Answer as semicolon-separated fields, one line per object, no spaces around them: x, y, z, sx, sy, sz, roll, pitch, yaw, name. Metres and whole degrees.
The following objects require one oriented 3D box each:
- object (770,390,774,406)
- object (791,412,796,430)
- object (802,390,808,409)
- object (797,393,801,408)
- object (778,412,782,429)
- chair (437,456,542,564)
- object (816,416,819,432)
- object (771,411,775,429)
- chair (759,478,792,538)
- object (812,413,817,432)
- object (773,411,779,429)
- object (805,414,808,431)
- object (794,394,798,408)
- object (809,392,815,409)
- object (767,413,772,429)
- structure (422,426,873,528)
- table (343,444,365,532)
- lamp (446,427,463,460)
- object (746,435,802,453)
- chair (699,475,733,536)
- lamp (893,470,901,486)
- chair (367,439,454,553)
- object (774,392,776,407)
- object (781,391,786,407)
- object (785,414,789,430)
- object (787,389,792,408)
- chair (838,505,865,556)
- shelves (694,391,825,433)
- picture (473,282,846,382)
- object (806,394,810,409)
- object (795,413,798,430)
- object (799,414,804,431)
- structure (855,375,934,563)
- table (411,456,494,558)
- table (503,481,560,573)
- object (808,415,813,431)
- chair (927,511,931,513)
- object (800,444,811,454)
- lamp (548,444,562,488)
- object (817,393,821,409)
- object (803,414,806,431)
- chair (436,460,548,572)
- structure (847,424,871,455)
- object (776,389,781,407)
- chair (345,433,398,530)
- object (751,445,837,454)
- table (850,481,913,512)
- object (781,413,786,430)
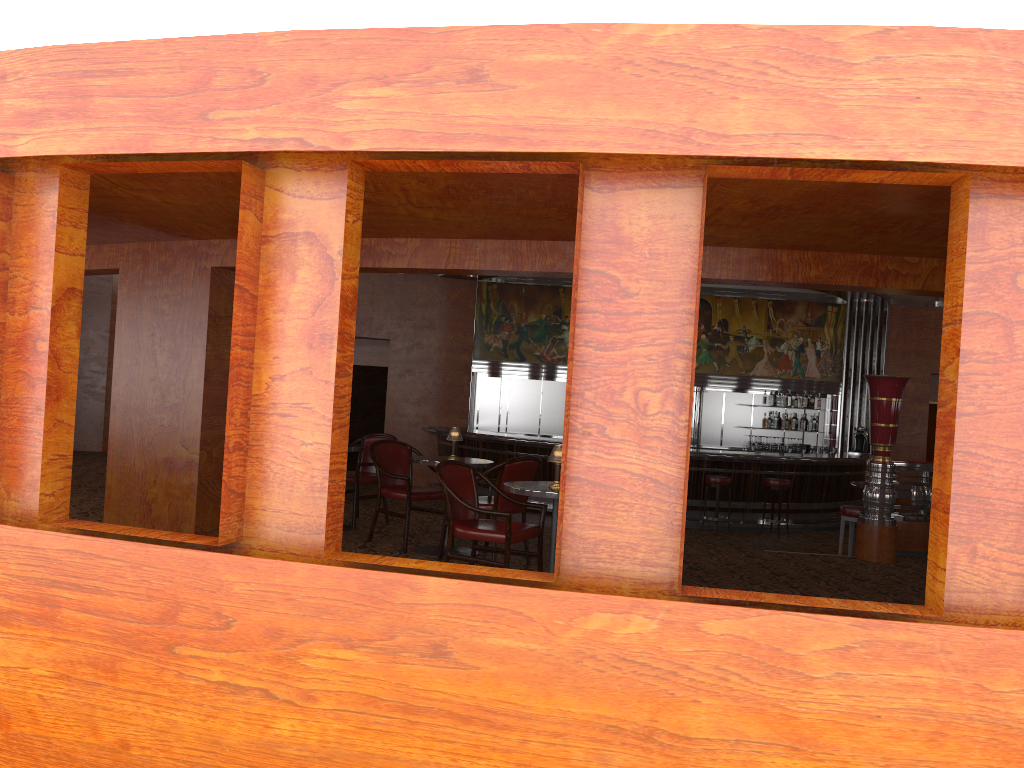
4.401;0.238;14.991;0.067;0.283;0.067;4;0;-44;object
4.762;0.629;14.984;0.078;0.305;0.078;4;0;39;object
4.952;0.262;14.980;0.078;0.305;0.078;4;0;-19;object
4.874;0.274;15.085;0.080;0.272;0.080;4;0;-31;object
4.549;0.623;15.121;0.090;0.293;0.090;4;0;-21;object
-0.124;0.914;6.579;0.615;0.817;0.588;3;0;41;chair
5.198;0.675;15.126;0.080;0.272;0.080;4;0;-1;object
4.466;0.612;15.106;0.078;0.305;0.206;4;0;-3;object
3.522;1.645;11.819;0.350;0.755;0.350;4;0;42;chair
5.125;0.653;15.040;0.078;0.305;0.078;4;0;14;object
4.471;0.611;15.016;0.078;0.305;0.078;4;0;-6;object
5.007;0.653;15.145;0.090;0.293;0.090;4;0;34;object
4.802;0.286;14.990;0.070;0.238;0.070;4;0;-25;object
5.068;0.275;14.963;0.090;0.293;0.090;4;0;34;object
4.378;0.622;15.078;0.080;0.272;0.080;4;0;4;object
2.325;1.444;13.433;7.810;1.047;3.207;4;-1;1;structure
-1.614;0.882;7.663;0.640;0.720;0.639;4;0;-10;table
-0.447;0.459;6.861;0.130;0.250;0.130;4;0;22;lamp
4.462;1.020;14.995;0.951;0.245;0.396;4;-1;4;object
2.703;1.591;11.666;0.350;0.755;0.350;4;0;-26;chair
3.975;0.931;9.231;0.130;0.250;0.130;4;0;21;lamp
-0.842;0.875;7.121;0.615;0.817;0.588;3;0;41;chair
4.472;0.257;15.097;0.090;0.256;0.090;4;0;22;object
4.592;0.255;14.990;0.080;0.272;0.080;4;0;-6;object
4.679;0.642;15.095;0.080;0.272;0.080;4;0;4;object
4.682;0.244;14.967;0.078;0.305;0.078;4;0;-11;object
3.424;1.599;8.813;0.350;0.755;0.350;4;0;-41;chair
3.982;0.459;15.068;2.594;0.568;0.339;4;0;1;shelves
2.492;-0.890;15.048;6.254;1.322;0.001;4;0;1;picture
5.033;0.293;15.130;0.090;0.256;0.090;4;0;7;object
4.823;0.640;15.077;0.090;0.293;0.090;4;0;-6;object
4.891;0.648;14.956;0.067;0.283;0.067;4;0;-25;object
5.063;0.275;8.762;4.355;3.605;0.549;4;0;-25;structure
-0.483;0.943;6.860;0.639;0.720;0.640;3;0;27;table
0.246;0.968;5.233;0.639;0.720;0.640;3;0;30;table
5.052;0.664;14.996;0.080;0.272;0.080;4;0;4;object
4.158;1.644;8.671;0.350;0.755;0.350;4;0;42;chair
4.933;1.093;14.952;0.169;0.156;0.195;3;0;26;object
0.273;0.484;5.230;0.130;0.250;0.130;4;0;-33;lamp
5.190;0.288;14.982;0.067;0.283;0.067;4;0;12;object
4.945;0.653;15.024;0.067;0.283;0.067;4;0;-39;object
-0.166;0.896;5.413;0.615;0.817;0.588;4;0;26;chair
5.732;0.925;14.606;0.360;0.540;0.281;4;0;21;structure
4.508;0.234;14.990;0.078;0.305;0.078;4;0;-9;object
-1.383;0.853;8.047;0.587;0.817;0.615;3;0;36;chair
4.753;1.095;15.040;1.424;0.134;0.403;4;-1;6;object
3.937;1.535;9.205;0.849;0.960;0.849;4;0;3;table
4.604;0.631;15.013;0.067;0.283;0.067;4;0;-34;object
